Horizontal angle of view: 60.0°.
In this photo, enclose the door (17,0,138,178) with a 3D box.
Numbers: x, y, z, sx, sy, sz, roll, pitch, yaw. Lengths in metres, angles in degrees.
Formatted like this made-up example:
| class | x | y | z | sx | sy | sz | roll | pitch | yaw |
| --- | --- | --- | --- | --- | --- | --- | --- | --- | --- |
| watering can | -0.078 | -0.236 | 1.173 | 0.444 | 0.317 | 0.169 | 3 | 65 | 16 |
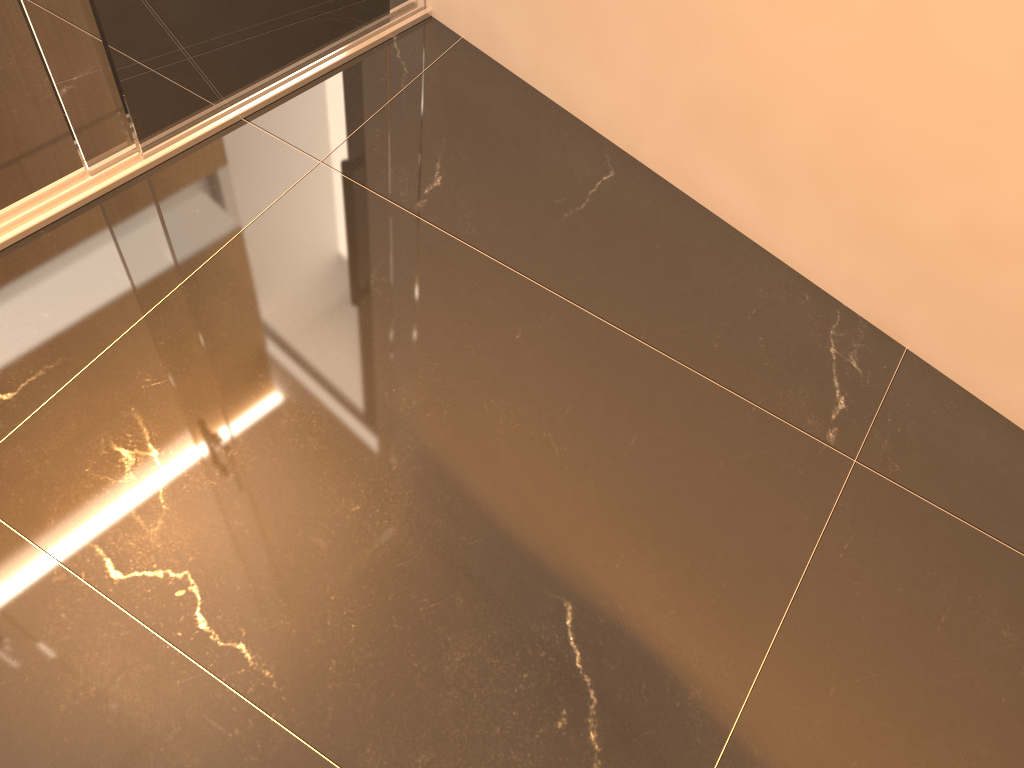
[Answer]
| class | x | y | z | sx | sy | sz | roll | pitch | yaw |
| --- | --- | --- | --- | --- | --- | --- | --- | --- | --- |
| door | -1.016 | -1.132 | 0.400 | 0.098 | 3.285 | 2.473 | 40 | 61 | 17 |
